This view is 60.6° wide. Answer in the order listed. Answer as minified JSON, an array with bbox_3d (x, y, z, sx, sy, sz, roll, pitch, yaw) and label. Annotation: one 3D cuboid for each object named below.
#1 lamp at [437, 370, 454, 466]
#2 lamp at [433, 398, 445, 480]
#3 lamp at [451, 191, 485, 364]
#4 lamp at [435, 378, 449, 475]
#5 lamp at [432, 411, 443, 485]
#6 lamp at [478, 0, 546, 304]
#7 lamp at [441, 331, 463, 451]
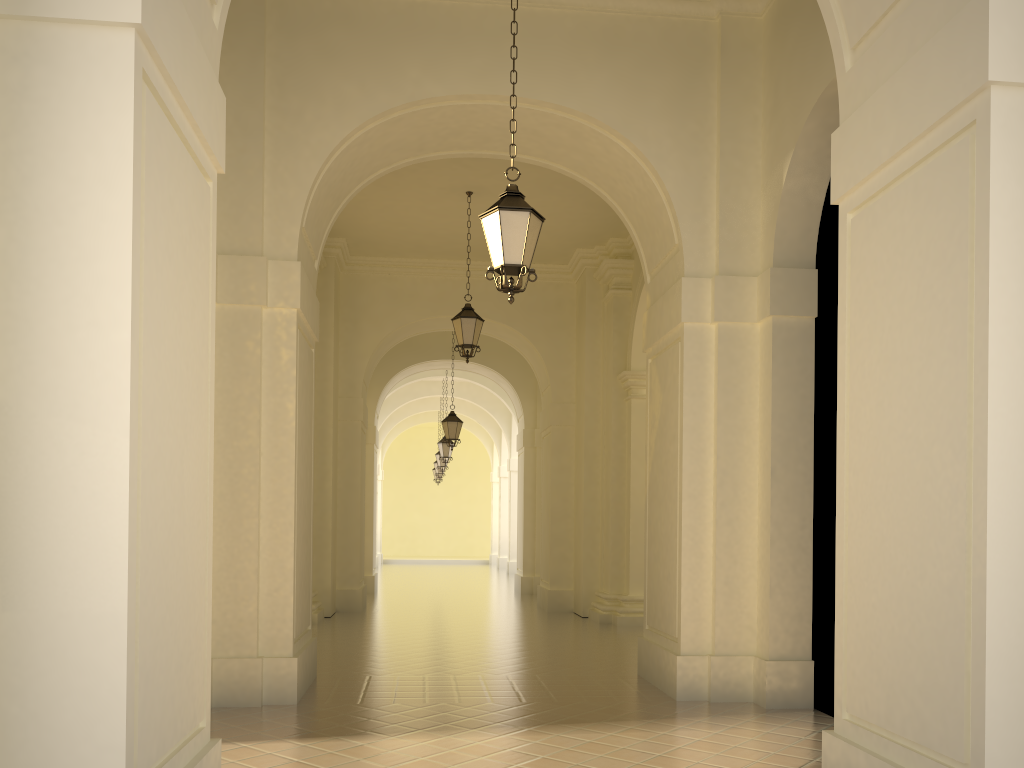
[{"bbox_3d":[-1.835,0.659,24.486,0.510,3.304,0.443,1,0,-6],"label":"lamp"},{"bbox_3d":[-2.627,1.906,32.170,0.510,3.304,0.443,1,0,-6],"label":"lamp"},{"bbox_3d":[-0.651,-1.581,13.044,0.442,2.561,0.511,0,-1,24],"label":"lamp"},{"bbox_3d":[-2.234,1.288,28.363,0.510,3.304,0.443,1,0,-6],"label":"lamp"},{"bbox_3d":[-3.017,2.520,35.953,0.510,3.304,0.443,1,0,-6],"label":"lamp"},{"bbox_3d":[0.011,-2.247,6.585,0.443,3.304,0.510,1,-1,-36],"label":"lamp"},{"bbox_3d":[-1.317,-0.157,19.462,0.443,3.304,0.510,1,-1,-36],"label":"lamp"}]
